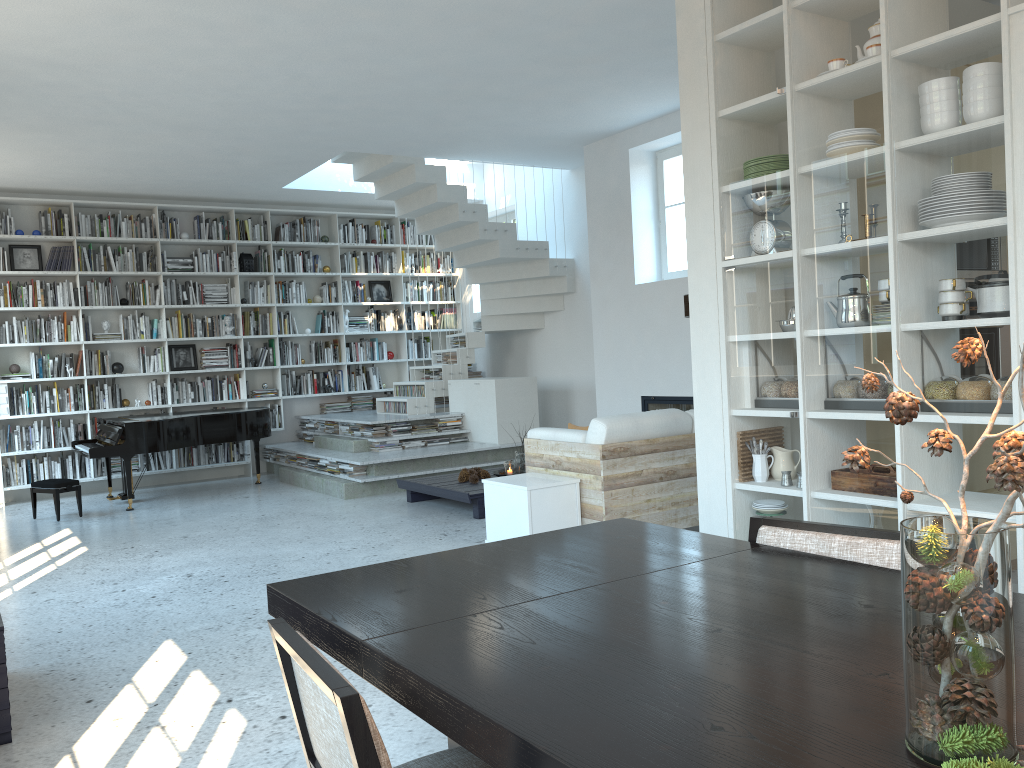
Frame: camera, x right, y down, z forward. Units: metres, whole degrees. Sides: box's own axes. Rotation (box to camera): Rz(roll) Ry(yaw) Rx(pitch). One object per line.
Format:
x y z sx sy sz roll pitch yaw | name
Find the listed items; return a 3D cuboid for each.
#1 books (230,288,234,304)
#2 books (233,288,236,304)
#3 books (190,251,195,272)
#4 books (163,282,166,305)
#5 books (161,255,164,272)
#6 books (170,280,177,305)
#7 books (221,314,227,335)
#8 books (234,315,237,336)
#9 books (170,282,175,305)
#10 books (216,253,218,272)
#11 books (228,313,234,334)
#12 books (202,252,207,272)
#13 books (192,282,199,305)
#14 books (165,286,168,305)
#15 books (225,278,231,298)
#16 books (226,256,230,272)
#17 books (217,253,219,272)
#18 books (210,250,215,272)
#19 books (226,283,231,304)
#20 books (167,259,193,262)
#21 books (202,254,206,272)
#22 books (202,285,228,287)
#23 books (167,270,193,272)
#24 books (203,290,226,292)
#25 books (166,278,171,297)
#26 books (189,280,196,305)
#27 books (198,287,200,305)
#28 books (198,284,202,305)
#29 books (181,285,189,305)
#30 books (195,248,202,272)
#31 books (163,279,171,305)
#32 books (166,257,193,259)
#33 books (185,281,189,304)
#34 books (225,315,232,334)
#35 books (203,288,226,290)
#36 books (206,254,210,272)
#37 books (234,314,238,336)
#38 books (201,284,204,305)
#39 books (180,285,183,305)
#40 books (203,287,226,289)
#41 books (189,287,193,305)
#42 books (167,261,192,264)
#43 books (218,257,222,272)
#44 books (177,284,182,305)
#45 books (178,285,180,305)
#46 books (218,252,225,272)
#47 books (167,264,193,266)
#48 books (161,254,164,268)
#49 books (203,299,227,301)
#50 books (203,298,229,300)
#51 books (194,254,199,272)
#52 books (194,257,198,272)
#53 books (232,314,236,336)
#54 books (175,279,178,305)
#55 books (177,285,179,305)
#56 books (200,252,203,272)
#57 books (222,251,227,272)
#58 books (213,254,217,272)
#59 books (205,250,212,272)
-3.303 -1.019 10.409 0.029 0.198 0.172 -5 3 -33 | books
-3.282 -1.025 10.429 0.030 0.205 0.158 -5 3 -33 | books
-3.662 -1.388 10.166 0.012 0.254 0.161 -5 3 -33 | books
-3.940 -1.006 9.992 0.026 0.267 0.170 -5 3 -33 | books
-3.953 -1.339 9.970 0.027 0.201 0.167 -5 3 -33 | books
-3.845 -1.027 10.063 0.029 0.295 0.151 -5 3 -33 | books
-3.370 -0.678 10.380 0.014 0.263 0.135 -5 3 -33 | books
-3.276 -0.684 10.437 0.014 0.261 0.137 -5 3 -33 | books
-3.857 -1.011 10.034 0.025 0.266 0.185 -5 3 -33 | books
-3.448 -1.392 10.308 0.010 0.230 0.152 -5 3 -33 | books
-3.306 -0.691 10.422 0.025 0.279 0.108 -5 3 -33 | books
-3.557 -1.391 10.245 0.012 0.244 0.131 -5 3 -33 | books
-3.634 -1.029 10.177 0.021 0.269 0.191 -5 3 -33 | books
-3.925 -0.988 10.021 0.027 0.228 0.147 -5 3 -33 | books
-3.326 -1.078 10.397 0.012 0.319 0.139 -5 3 -33 | books
-3.341 -1.386 10.366 0.029 0.202 0.191 -5 3 -33 | books
-3.435 -1.393 10.308 0.012 0.230 0.158 -5 3 -33 | books
-3.490 -1.408 10.276 0.023 0.269 0.185 -5 3 -33 | books
-3.326 -1.045 10.379 0.012 0.254 0.161 -5 3 -33 | books
-3.797 -1.396 10.089 0.285 0.024 0.159 -4 2 -31 | books
-3.566 -1.376 10.225 0.027 0.216 0.190 -5 3 -33 | books
-3.467 -1.135 10.296 0.285 0.012 0.159 -5 2 -38 | books
-3.791 -1.281 10.091 0.285 0.012 0.159 -4 2 -30 | books
-3.467 -1.072 10.304 0.254 0.012 0.161 -4 2 -31 | books
-3.889 -1.033 10.045 0.014 0.313 0.133 -5 3 -33 | books
-3.672 -1.038 10.169 0.049 0.291 0.162 -5 3 -33 | books
-3.622 -1.004 10.203 0.024 0.216 0.132 -5 3 -33 | books
-3.602 -1.020 10.206 0.015 0.245 0.183 -5 3 -33 | books
-3.745 -1.005 10.112 0.066 0.237 0.153 -5 3 -33 | books
-3.603 -1.406 10.185 0.011 0.284 0.190 -5 3 -33 | books
-3.895 -1.024 10.019 0.026 0.297 0.179 -5 3 -33 | books
-3.801 -1.421 10.092 0.285 0.024 0.159 -4 2 -33 | books
-3.716 -1.032 10.145 0.022 0.285 0.130 -5 3 -33 | books
-3.321 -0.679 10.400 0.025 0.260 0.130 -5 3 -33 | books
-3.465 -1.096 10.298 0.254 0.012 0.161 -4 2 -28 | books
-3.534 -1.380 10.249 0.028 0.219 0.183 -5 3 -33 | books
-3.264 -0.687 10.452 0.023 0.265 0.107 -5 3 -33 | books
-3.584 -1.022 10.203 0.013 0.247 0.176 -5 3 -33 | books
-3.781 -1.004 10.096 0.011 0.239 0.147 -5 3 -33 | books
-3.469 -1.110 10.303 0.254 0.012 0.161 -4 2 -31 | books
-3.692 -0.999 10.154 0.024 0.217 0.148 -5 3 -33 | books
-3.793 -1.372 10.086 0.254 0.025 0.161 -4 2 -37 | books
-3.415 -1.373 10.317 0.028 0.188 0.176 -5 3 -33 | books
-3.792 -1.008 10.088 0.014 0.250 0.172 -5 3 -33 | books
-3.805 -0.999 10.084 0.014 0.233 0.147 -5 3 -33 | books
-3.391 -1.405 10.331 0.032 0.248 0.173 -5 3 -33 | books
-3.790 -1.347 10.085 0.285 0.024 0.159 -4 2 -28 | books
-3.944 -1.349 9.991 0.013 0.218 0.141 -5 3 -33 | books
-3.463 -0.976 10.311 0.254 0.012 0.161 -4 2 -34 | books
-3.461 -0.988 10.306 0.285 0.012 0.159 -4 2 -36 | books
-3.638 -1.375 10.211 0.024 0.223 0.128 -5 3 -33 | books
-3.642 -1.356 10.174 0.025 0.187 0.193 -5 3 -33 | books
-3.281 -0.685 10.419 0.014 0.266 0.154 -5 3 -33 | books
-3.824 -1.031 10.067 0.011 0.300 0.179 -5 3 -33 | books
-3.815 -1.008 10.076 0.011 0.252 0.153 -5 3 -33 | books
-3.597 -1.384 10.208 0.021 0.237 0.171 -5 3 -33 | books
-3.374 -1.413 10.361 0.029 0.261 0.133 -5 3 -33 | books
-3.464 -1.386 10.282 0.023 0.223 0.190 -5 3 -33 | books
-3.523 -1.408 10.280 0.029 0.273 0.140 -5 3 -33 | books
